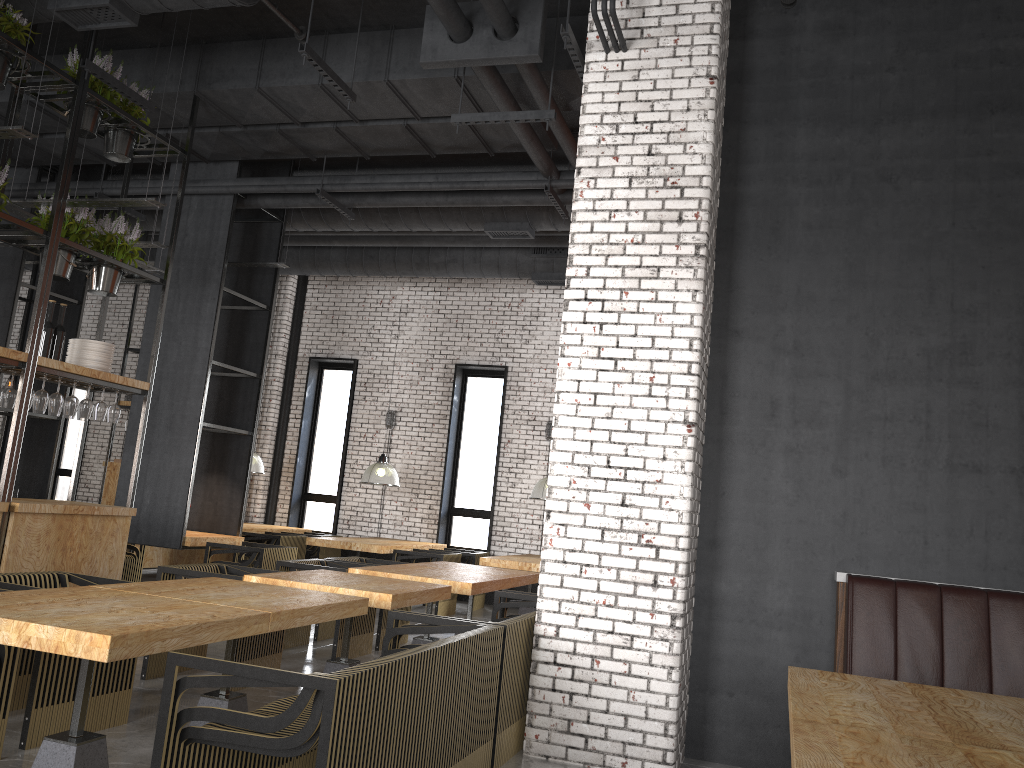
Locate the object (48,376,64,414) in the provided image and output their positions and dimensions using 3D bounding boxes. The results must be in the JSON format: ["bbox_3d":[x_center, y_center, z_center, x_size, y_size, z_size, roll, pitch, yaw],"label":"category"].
[{"bbox_3d":[-3.282,0.077,6.400,0.101,0.268,0.100,9,-10,-19],"label":"object"}]

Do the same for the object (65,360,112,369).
[{"bbox_3d":[-3.302,-0.136,6.912,0.334,0.037,0.334,8,-8,-16],"label":"object"}]

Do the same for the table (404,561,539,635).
[{"bbox_3d":[-0.377,2.046,7.955,1.000,0.766,0.993,3,-9,17],"label":"table"}]

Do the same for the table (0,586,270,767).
[{"bbox_3d":[-1.727,1.284,3.552,1.000,0.766,0.993,3,-9,17],"label":"table"}]

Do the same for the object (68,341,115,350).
[{"bbox_3d":[-3.288,-0.286,6.936,0.334,0.039,0.334,7,-8,-7],"label":"object"}]

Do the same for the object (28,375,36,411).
[{"bbox_3d":[-3.555,0.062,6.485,0.101,0.268,0.100,9,-10,-19],"label":"object"}]

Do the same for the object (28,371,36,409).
[{"bbox_3d":[-3.358,0.034,6.150,0.100,0.268,0.101,12,-11,-35],"label":"object"}]

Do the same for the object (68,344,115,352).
[{"bbox_3d":[-3.291,-0.267,6.933,0.334,0.044,0.334,7,-8,-12],"label":"object"}]

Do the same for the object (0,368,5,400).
[{"bbox_3d":[-3.631,0.019,6.235,0.100,0.268,0.101,12,-11,-35],"label":"object"}]

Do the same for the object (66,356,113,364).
[{"bbox_3d":[-3.299,-0.175,6.918,0.334,0.039,0.334,8,-8,-16],"label":"object"}]

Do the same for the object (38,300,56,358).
[{"bbox_3d":[-3.415,-0.383,6.512,0.098,0.472,0.098,9,-10,-20],"label":"object"}]

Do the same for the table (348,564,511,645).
[{"bbox_3d":[-0.662,1.883,7.010,1.000,0.766,0.993,3,-9,17],"label":"table"}]

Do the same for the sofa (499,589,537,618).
[{"bbox_3d":[0.449,2.049,7.288,0.640,0.732,1.799,3,-9,17],"label":"sofa"}]

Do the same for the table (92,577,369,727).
[{"bbox_3d":[-1.441,1.447,4.496,1.000,0.766,0.993,3,-9,17],"label":"table"}]

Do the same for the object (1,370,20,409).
[{"bbox_3d":[-3.595,0.040,6.355,0.100,0.268,0.101,12,-11,-35],"label":"object"}]

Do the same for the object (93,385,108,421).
[{"bbox_3d":[-3.156,0.149,6.816,0.101,0.268,0.100,9,-10,-19],"label":"object"}]

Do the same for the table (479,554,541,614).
[{"bbox_3d":[0.381,2.519,10.743,1.000,0.766,2.109,3,-9,17],"label":"table"}]

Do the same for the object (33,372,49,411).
[{"bbox_3d":[-3.322,0.054,6.270,0.100,0.268,0.101,12,-11,-35],"label":"object"}]

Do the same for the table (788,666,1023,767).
[{"bbox_3d":[1.053,1.290,1.696,1.000,0.766,4.121,3,-9,17],"label":"table"}]

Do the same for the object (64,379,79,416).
[{"bbox_3d":[-3.240,0.101,6.539,0.101,0.268,0.100,9,-10,-19],"label":"object"}]

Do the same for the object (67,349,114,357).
[{"bbox_3d":[-3.293,-0.229,6.926,0.335,0.043,0.333,5,-8,1],"label":"object"}]

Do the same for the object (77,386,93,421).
[{"bbox_3d":[-3.387,0.158,7.040,0.101,0.268,0.100,9,-10,-19],"label":"object"}]

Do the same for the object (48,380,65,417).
[{"bbox_3d":[-3.471,0.110,6.763,0.101,0.268,0.100,9,-10,-19],"label":"object"}]

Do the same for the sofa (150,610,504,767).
[{"bbox_3d":[-0.638,1.428,3.694,0.640,0.732,1.799,3,-9,17],"label":"sofa"}]

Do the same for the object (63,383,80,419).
[{"bbox_3d":[-3.429,0.134,6.902,0.101,0.268,0.100,9,-10,-19],"label":"object"}]

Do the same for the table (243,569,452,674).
[{"bbox_3d":[-1.070,1.659,5.723,1.000,0.766,0.993,3,-9,17],"label":"table"}]

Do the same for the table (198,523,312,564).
[{"bbox_3d":[-3.732,2.301,12.025,1.000,0.766,2.109,3,-9,17],"label":"table"}]

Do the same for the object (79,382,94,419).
[{"bbox_3d":[-3.198,0.125,6.678,0.101,0.268,0.100,9,-10,-19],"label":"object"}]

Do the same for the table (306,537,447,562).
[{"bbox_3d":[-1.717,2.408,11.396,1.000,0.766,2.109,3,-9,17],"label":"table"}]

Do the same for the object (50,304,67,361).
[{"bbox_3d":[-3.385,-0.366,6.613,0.098,0.472,0.098,9,-10,-20],"label":"object"}]

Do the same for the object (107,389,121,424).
[{"bbox_3d":[-3.114,0.173,6.955,0.101,0.268,0.100,9,-10,-19],"label":"object"}]

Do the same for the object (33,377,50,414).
[{"bbox_3d":[-3.513,0.086,6.624,0.101,0.268,0.100,9,-10,-19],"label":"object"}]

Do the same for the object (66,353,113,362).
[{"bbox_3d":[-3.296,-0.194,6.921,0.334,0.041,0.334,-1,-10,39],"label":"object"}]

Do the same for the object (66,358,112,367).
[{"bbox_3d":[-3.300,-0.156,6.915,0.334,0.040,0.334,8,-9,-18],"label":"object"}]

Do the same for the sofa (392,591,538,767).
[{"bbox_3d":[-0.110,1.730,5.441,0.640,0.732,1.799,3,-9,17],"label":"sofa"}]
